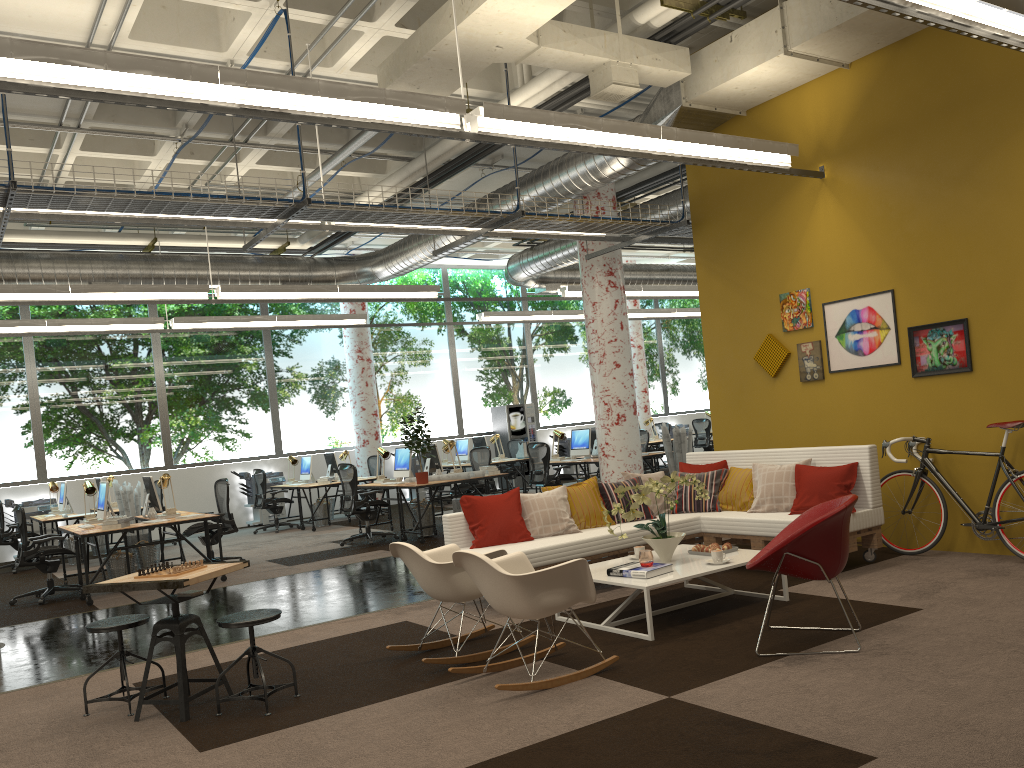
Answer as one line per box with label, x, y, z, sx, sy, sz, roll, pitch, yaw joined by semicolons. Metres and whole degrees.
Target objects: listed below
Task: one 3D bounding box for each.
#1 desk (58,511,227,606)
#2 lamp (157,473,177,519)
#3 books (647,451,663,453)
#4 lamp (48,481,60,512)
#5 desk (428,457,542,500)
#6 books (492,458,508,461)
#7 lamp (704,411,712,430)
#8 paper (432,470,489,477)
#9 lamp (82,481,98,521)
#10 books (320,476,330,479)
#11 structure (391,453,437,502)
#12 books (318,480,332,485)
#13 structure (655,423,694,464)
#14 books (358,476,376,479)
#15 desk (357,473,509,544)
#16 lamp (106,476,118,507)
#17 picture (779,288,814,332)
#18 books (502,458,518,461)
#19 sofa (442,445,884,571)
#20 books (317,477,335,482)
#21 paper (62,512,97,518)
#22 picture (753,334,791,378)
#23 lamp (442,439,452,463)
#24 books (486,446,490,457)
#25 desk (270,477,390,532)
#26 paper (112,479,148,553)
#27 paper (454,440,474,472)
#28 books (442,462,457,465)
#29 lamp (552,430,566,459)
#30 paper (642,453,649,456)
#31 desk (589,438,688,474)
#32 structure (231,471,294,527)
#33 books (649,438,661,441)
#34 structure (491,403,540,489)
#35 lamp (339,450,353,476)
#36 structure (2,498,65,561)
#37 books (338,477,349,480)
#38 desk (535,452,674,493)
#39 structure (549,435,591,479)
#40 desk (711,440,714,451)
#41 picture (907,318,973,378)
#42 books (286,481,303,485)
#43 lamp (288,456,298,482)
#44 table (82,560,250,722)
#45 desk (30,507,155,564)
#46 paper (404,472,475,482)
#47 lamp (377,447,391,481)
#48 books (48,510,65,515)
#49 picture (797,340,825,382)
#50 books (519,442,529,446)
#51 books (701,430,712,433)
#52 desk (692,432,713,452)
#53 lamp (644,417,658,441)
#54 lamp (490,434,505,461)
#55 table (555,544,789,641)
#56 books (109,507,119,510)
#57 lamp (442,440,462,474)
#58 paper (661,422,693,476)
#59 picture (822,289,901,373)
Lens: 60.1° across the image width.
desk;-4.246;1.919;10.073;1.398;0.724;1.946;-5;-3;-33
lamp;-3.933;1.322;10.077;0.218;0.611;0.528;-6;-1;-14
books;2.210;1.054;13.648;0.243;0.019;0.205;-6;-3;4
lamp;-7.036;1.803;13.682;0.208;0.611;0.528;-6;-1;-14
desk;-0.567;1.864;17.042;1.398;0.724;1.946;-5;-3;-33
books;-0.255;1.450;17.081;0.225;0.038;0.310;-4;-3;-33
lamp;4.723;0.961;21.432;0.218;0.611;0.528;-6;-1;-14
paper;-0.841;1.220;11.716;1.136;0.082;0.083;-7;-1;21
lamp;-4.972;1.447;10.498;0.218;0.611;0.528;-6;-1;-14
books;-3.079;1.539;14.569;0.153;0.030;0.185;-6;-3;-5
structure;-1.892;1.886;18.169;1.055;1.058;0.504;-5;-1;-33
books;-3.077;1.617;14.553;0.200;0.050;0.272;-6;-3;-6
structure;4.125;1.455;22.134;1.055;1.058;0.504;-5;-1;-33
books;-2.456;1.587;14.980;0.201;0.024;0.235;-7;-3;30
desk;-1.110;1.674;12.173;1.398;0.724;1.946;-5;-3;-33
lamp;-6.006;1.679;13.259;0.208;0.611;0.528;-6;-1;-14
picture;2.639;-0.683;8.224;0.027;0.356;0.332;-6;-1;-33
books;-0.041;1.413;16.571;0.201;0.024;0.235;-7;-3;30
sofa;1.190;1.113;7.017;2.848;0.931;2.024;-4;-3;-33
books;-3.061;1.569;14.569;0.193;0.044;0.257;-6;-3;14
paper;-6.085;1.836;12.621;0.624;0.061;0.569;-4;-3;-36
picture;2.492;-0.272;8.493;0.047;0.424;0.426;-6;-1;-33
lamp;-1.289;1.391;17.469;0.208;0.611;0.528;-6;-1;-14
books;-0.482;1.298;16.248;0.068;0.310;0.234;-6;0;-33
desk;-3.166;2.050;15.330;1.398;0.724;1.946;-5;-3;-33
paper;-5.305;1.897;12.434;0.441;1.198;0.411;-6;0;35
paper;-0.949;1.724;18.334;0.441;1.198;0.411;-6;0;35
books;-1.257;1.568;17.436;0.225;0.038;0.310;-4;-3;-33
lamp;0.740;1.043;14.374;0.208;0.611;0.528;-6;-1;-14
paper;1.691;1.076;13.313;0.624;0.061;0.569;-4;-3;-36
desk;2.748;1.626;19.226;1.398;0.724;1.946;-5;-3;-33
structure;-4.584;2.079;16.392;1.055;1.058;0.504;-5;-1;-33
books;3.060;1.212;19.265;0.225;0.038;0.310;-4;-3;-33
structure;0.103;1.366;19.504;0.748;1.811;0.639;-6;0;-33
lamp;-2.858;1.453;15.333;0.208;0.611;0.528;-6;-1;-14
structure;-7.732;2.304;14.319;1.055;1.058;0.504;-5;-1;-33
books;-2.854;1.636;15.369;0.225;0.038;0.310;-4;-3;-33
desk;1.462;1.516;13.947;1.398;0.724;1.946;-5;-3;-33
structure;1.423;1.648;20.354;1.055;1.058;0.504;-5;-1;-33
desk;4.826;1.269;16.045;1.398;0.724;1.946;-5;-3;-33
picture;3.437;-0.283;7.113;0.041;0.418;0.504;-6;-1;-33
books;-3.856;1.754;15.724;0.225;0.038;0.310;-4;-3;-33
lamp;-3.893;1.578;15.755;0.218;0.611;0.528;-6;-1;-14
table;-1.868;1.428;4.931;0.627;0.759;0.615;-6;-1;17
desk;-6.314;2.275;13.256;1.398;0.724;1.946;-5;-3;-33
paper;-0.980;1.230;11.625;1.137;0.082;0.082;-7;-2;31
lamp;-1.837;1.202;12.599;0.218;0.611;0.528;-6;-1;-14
books;-7.004;1.980;13.650;0.225;0.038;0.310;-4;-3;-33
picture;2.745;-0.208;8.141;0.027;0.356;0.253;-6;0;-33
books;0.236;1.246;16.721;0.068;0.310;0.234;-6;0;-33
books;4.760;1.137;21.400;0.225;0.038;0.310;-4;-3;-33
desk;5.450;1.433;21.006;1.398;0.724;1.946;-5;-3;-33
lamp;3.060;1.029;19.231;0.218;0.611;0.528;-6;-1;-14
lamp;-0.255;1.267;17.047;0.218;0.611;0.528;-6;-1;-14
table;1.081;1.396;6.101;1.259;0.330;0.987;-4;-3;-33
books;-6.001;1.861;13.295;0.225;0.038;0.310;-4;-3;-33
lamp;-0.803;1.078;12.177;0.208;0.611;0.528;-6;-1;-14
paper;2.470;1.138;13.125;0.441;1.198;0.411;-6;0;35
picture;3.024;-0.445;7.694;0.018;0.632;0.708;-6;-1;-33
